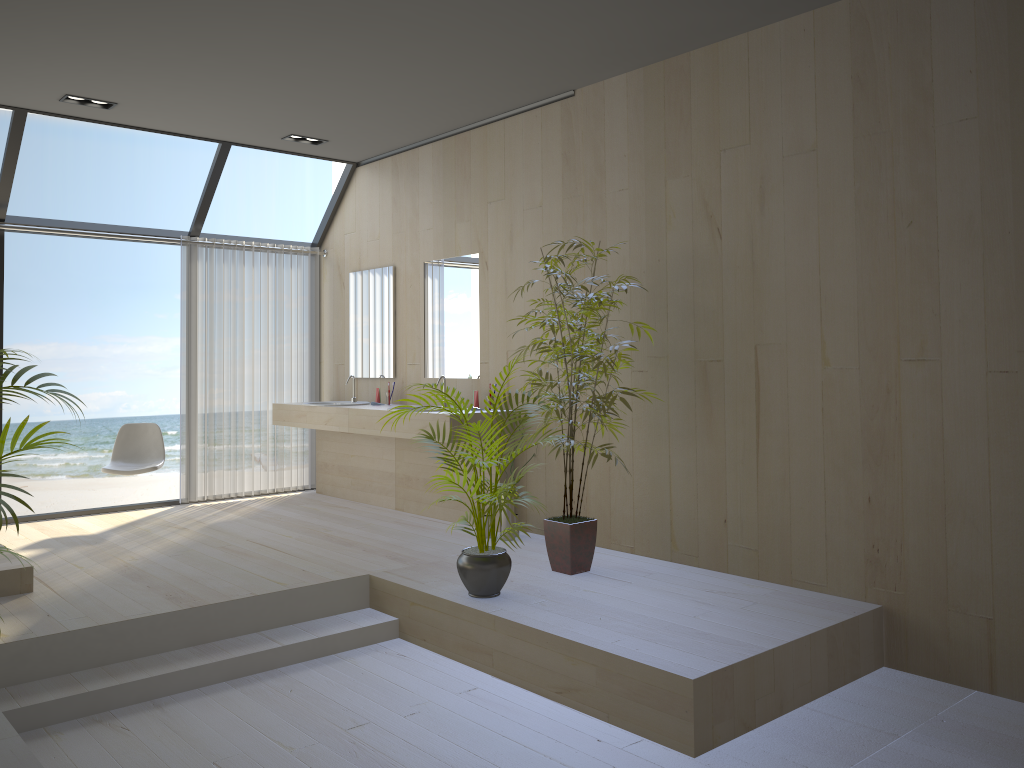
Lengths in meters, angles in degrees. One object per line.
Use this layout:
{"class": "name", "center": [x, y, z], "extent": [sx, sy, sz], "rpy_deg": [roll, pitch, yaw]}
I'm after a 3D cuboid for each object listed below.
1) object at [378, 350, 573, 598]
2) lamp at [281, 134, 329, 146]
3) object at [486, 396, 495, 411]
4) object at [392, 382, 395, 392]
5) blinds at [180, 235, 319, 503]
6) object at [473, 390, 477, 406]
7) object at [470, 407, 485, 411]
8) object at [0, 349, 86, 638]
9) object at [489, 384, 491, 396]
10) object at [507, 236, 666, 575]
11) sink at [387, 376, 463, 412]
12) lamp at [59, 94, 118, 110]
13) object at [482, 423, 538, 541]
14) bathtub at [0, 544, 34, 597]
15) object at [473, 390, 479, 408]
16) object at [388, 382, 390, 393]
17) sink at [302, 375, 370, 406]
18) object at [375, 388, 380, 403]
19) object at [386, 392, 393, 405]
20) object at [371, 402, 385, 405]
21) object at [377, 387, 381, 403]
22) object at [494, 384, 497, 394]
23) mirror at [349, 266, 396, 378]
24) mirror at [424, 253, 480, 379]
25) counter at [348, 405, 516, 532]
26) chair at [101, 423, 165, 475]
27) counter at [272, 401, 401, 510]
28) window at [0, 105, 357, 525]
{"class": "object", "center": [-0.178, 0.406, 4.146], "extent": [0.916, 1.159, 0.750], "rpy_deg": [0, -1, -7]}
{"class": "lamp", "center": [-1.534, -1.859, 6.557], "extent": [0.301, 0.112, 0.164], "rpy_deg": [-1, 1, -41]}
{"class": "object", "center": [-0.143, 0.128, 5.842], "extent": [0.058, 0.100, 0.058], "rpy_deg": [0, -1, -31]}
{"class": "object", "center": [-0.920, 0.073, 6.756], "extent": [0.054, 0.175, 0.012], "rpy_deg": [0, -2, -16]}
{"class": "blinds", "center": [-2.129, -0.132, 7.251], "extent": [1.182, 2.075, 0.084], "rpy_deg": [1, -2, -41]}
{"class": "object", "center": [-0.248, 0.108, 5.992], "extent": [0.039, 0.135, 0.039], "rpy_deg": [-1, -2, 0]}
{"class": "object", "center": [-0.226, 0.162, 5.797], "extent": [0.104, 0.029, 0.032], "rpy_deg": [-1, 0, -1]}
{"class": "object", "center": [-1.863, 0.366, 2.801], "extent": [0.872, 1.348, 1.064], "rpy_deg": [-1, -1, 38]}
{"class": "object", "center": [-0.142, 0.086, 5.814], "extent": [0.012, 0.178, 0.050], "rpy_deg": [0, -2, -2]}
{"class": "object", "center": [0.356, 0.102, 4.679], "extent": [0.787, 1.760, 0.934], "rpy_deg": [0, -1, -16]}
{"class": "sink", "center": [-0.585, 0.156, 6.026], "extent": [0.504, 0.420, 0.573], "rpy_deg": [0, 0, -38]}
{"class": "lamp", "center": [-2.666, -1.825, 5.573], "extent": [0.301, 0.112, 0.164], "rpy_deg": [-1, 1, -41]}
{"class": "object", "center": [0.003, 0.592, 5.587], "extent": [0.273, 0.750, 0.406], "rpy_deg": [-2, -2, 37]}
{"class": "bathtub", "center": [-3.544, 0.964, 4.308], "extent": [1.821, 0.699, 1.646], "rpy_deg": [-1, 1, -41]}
{"class": "object", "center": [-0.237, 0.111, 5.878], "extent": [0.039, 0.135, 0.039], "rpy_deg": [-1, -2, 0]}
{"class": "object", "center": [-0.934, 0.072, 6.723], "extent": [0.012, 0.178, 0.050], "rpy_deg": [0, -2, -2]}
{"class": "sink", "center": [-1.377, 0.142, 6.935], "extent": [0.504, 0.420, 0.573], "rpy_deg": [0, 0, -38]}
{"class": "object", "center": [-1.029, 0.097, 6.788], "extent": [0.039, 0.135, 0.039], "rpy_deg": [-1, -2, 8]}
{"class": "object", "center": [-0.934, 0.114, 6.751], "extent": [0.058, 0.100, 0.058], "rpy_deg": [0, -1, -34]}
{"class": "object", "center": [-1.017, 0.148, 6.706], "extent": [0.104, 0.029, 0.032], "rpy_deg": [-1, 0, -1]}
{"class": "object", "center": [-1.039, 0.094, 6.901], "extent": [0.039, 0.135, 0.039], "rpy_deg": [-1, -2, 8]}
{"class": "object", "center": [-0.128, 0.087, 5.847], "extent": [0.054, 0.175, 0.012], "rpy_deg": [0, -2, -16]}
{"class": "mirror", "center": [-1.129, -0.485, 7.111], "extent": [0.023, 0.870, 0.653], "rpy_deg": [1, -2, -41]}
{"class": "mirror", "center": [-0.428, -0.474, 6.348], "extent": [0.023, 0.870, 0.653], "rpy_deg": [1, -2, -41]}
{"class": "counter", "center": [-0.568, 0.569, 6.068], "extent": [0.550, 0.792, 1.204], "rpy_deg": [0, 0, -41]}
{"class": "chair", "center": [-2.676, 0.463, 6.286], "extent": [0.369, 0.348, 0.454], "rpy_deg": [0, 0, -13]}
{"class": "counter", "center": [-1.359, 0.555, 6.977], "extent": [0.550, 0.792, 1.204], "rpy_deg": [0, 0, -41]}
{"class": "window", "center": [-3.227, -0.436, 6.056], "extent": [4.560, 2.818, 0.744], "rpy_deg": [-1, -1, -41]}
